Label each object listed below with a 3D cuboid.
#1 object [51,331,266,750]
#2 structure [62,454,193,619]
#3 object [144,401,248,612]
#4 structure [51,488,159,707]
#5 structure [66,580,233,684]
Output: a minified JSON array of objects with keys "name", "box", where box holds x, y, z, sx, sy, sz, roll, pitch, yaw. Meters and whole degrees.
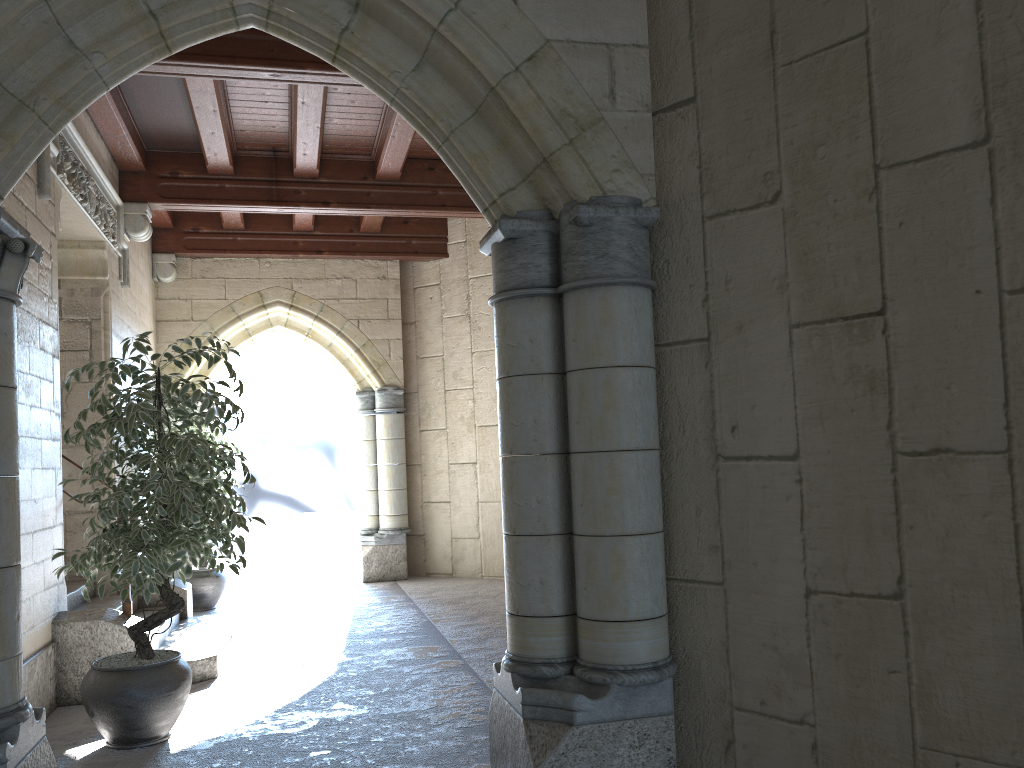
[{"name":"object","box":[-1.424,0.604,3.600,0.787,1.614,0.752,-3,-3,17]},{"name":"structure","box":[-2.554,1.010,5.672,0.887,1.259,0.474,-2,-3,-14]},{"name":"object","box":[-2.431,0.923,6.796,0.786,1.614,0.753,-2,-3,-18]},{"name":"structure","box":[-2.213,0.877,4.306,0.887,1.259,0.478,-2,-3,-14]},{"name":"structure","box":[-2.917,1.181,4.835,2.572,0.808,1.466,-1,-4,-14]}]
